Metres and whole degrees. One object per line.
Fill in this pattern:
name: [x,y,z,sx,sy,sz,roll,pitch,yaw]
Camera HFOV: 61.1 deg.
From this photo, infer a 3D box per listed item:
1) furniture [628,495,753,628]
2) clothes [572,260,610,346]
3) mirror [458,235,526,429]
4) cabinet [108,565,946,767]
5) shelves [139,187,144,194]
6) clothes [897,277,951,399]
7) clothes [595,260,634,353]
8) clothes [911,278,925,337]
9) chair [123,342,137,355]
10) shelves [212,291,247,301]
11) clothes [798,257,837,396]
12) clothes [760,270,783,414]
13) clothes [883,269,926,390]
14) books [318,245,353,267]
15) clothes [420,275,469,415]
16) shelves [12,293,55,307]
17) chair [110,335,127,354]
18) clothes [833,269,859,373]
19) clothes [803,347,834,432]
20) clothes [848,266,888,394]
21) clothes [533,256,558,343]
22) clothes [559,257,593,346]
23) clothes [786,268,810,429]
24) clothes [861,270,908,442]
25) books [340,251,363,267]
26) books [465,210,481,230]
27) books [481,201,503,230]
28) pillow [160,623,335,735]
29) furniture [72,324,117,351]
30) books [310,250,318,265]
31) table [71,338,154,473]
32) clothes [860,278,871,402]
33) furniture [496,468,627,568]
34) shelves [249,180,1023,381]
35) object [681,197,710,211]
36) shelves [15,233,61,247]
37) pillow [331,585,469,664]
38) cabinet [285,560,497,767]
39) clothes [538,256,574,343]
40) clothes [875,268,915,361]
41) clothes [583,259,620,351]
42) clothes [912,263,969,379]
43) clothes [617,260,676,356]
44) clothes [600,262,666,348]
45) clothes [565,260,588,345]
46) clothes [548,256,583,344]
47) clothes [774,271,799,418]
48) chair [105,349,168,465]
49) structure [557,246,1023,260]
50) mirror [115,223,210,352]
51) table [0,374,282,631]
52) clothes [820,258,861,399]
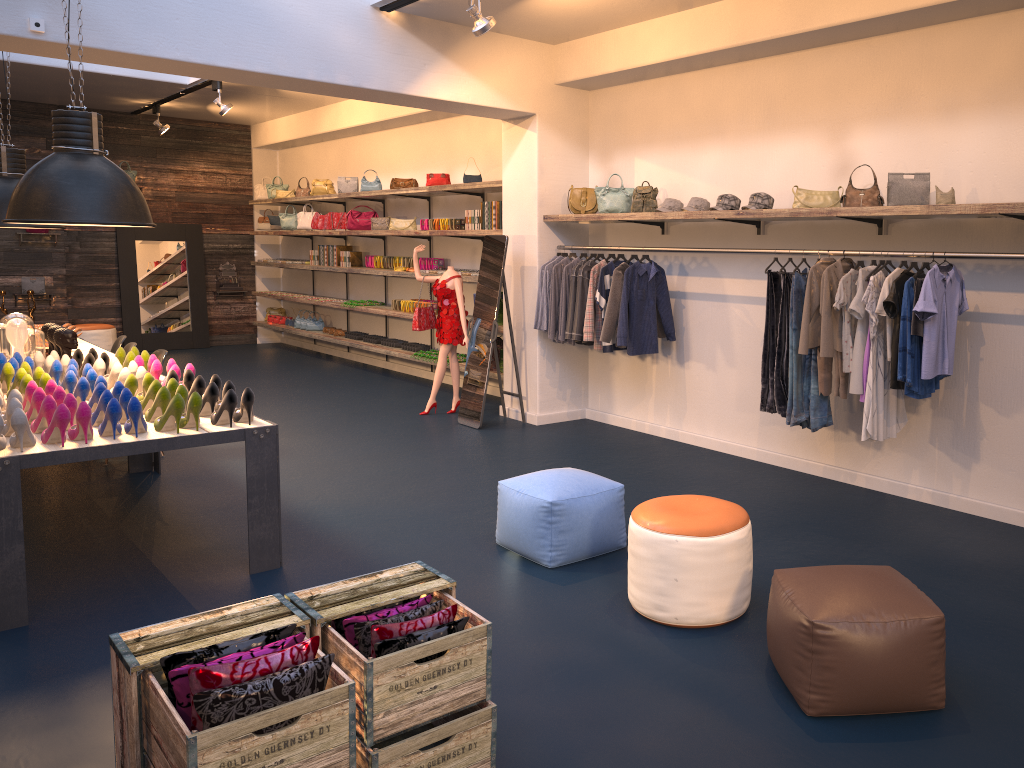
furniture: [0.831,0.803,4.060,0.629,0.477,0.536,-4,9,-35]
clothes: [0.791,-0.716,7.679,0.713,0.749,0.118,-4,7,-37]
mirror: [-0.192,-0.506,8.113,0.567,1.755,0.465,-4,7,-38]
cabinet: [0.290,0.940,2.906,2.999,0.544,0.699,-3,8,-25]
shelves: [-5.662,-2.802,12.710,0.491,0.176,0.226,-6,10,-38]
clothes: [2.567,-0.286,5.387,0.531,0.765,0.115,-5,7,-40]
clothes: [0.938,-0.674,7.512,0.614,0.789,0.114,-4,7,-38]
clothes: [2.552,-0.469,5.339,0.495,0.369,0.127,-5,8,-40]
chair: [-3.375,0.075,7.117,0.591,0.796,0.429,-5,8,-39]
shelves: [-4.479,-1.401,13.795,0.491,0.156,0.226,-6,10,-38]
clothes: [2.154,-0.389,5.916,0.566,0.941,0.170,-5,7,-42]
clothes: [1.879,-0.302,6.267,0.249,1.041,0.136,-4,7,-39]
clothes: [2.500,-0.344,5.453,0.609,0.747,0.128,-4,7,-37]
books: [-2.477,-1.801,12.178,0.260,0.286,0.590,-5,10,-39]
clothes: [-0.628,-0.389,8.550,0.321,1.377,0.499,5,7,39]
shelves: [-6.637,-1.166,12.056,0.491,0.182,0.226,-6,10,-38]
chair: [-3.694,-0.014,7.643,0.590,0.796,0.430,-4,8,-36]
clothes: [2.297,-0.416,5.717,0.597,0.681,0.107,-5,7,-40]
clothes: [2.111,-0.238,6.041,0.223,1.129,0.217,-3,6,-31]
clothes: [2.349,-0.355,5.657,0.556,0.826,0.130,-4,7,-36]
clothes: [0.423,-0.792,8.112,0.588,0.810,0.112,-5,7,-39]
clothes: [0.660,-0.756,7.868,0.574,0.796,0.174,-5,8,-43]
clothes: [2.006,-0.240,6.038,0.145,1.129,0.249,4,6,33]
clothes: [2.423,-0.177,5.593,0.544,1.102,0.120,-4,7,-40]
books: [-2.192,-1.700,11.831,0.197,0.211,0.304,-5,9,-38]
books: [-0.342,-1.729,9.168,0.195,0.209,0.293,-4,9,-37]
books: [-0.050,-1.711,8.841,0.260,0.286,0.590,-5,10,-39]
pillow: [-0.722,0.849,2.330,0.388,0.347,0.403,-5,9,-38]
furniture: [-5.799,-0.583,12.000,0.629,0.477,0.536,-4,9,-35]
books: [-2.769,-1.819,12.506,0.195,0.209,0.293,-4,9,-37]
table: [-3.831,0.148,6.780,1.343,0.735,2.343,-5,11,-37]
clothes: [2.383,-0.258,5.628,0.359,0.871,0.085,-4,7,-37]
furniture: [0.273,0.699,4.832,0.705,0.420,0.597,-6,10,-39]
shelves: [-2.713,-0.421,5.255,9.393,2.212,15.537,-6,11,-37]
object: [1.457,-1.424,6.895,0.242,0.124,0.184,1,8,-3]
shelves: [-6.578,-2.003,12.058,0.537,0.183,0.186,-6,10,-38]
pillow: [-0.378,0.829,2.726,0.336,0.317,0.423,-5,9,-38]
cabinet: [-0.368,0.952,2.742,0.511,0.545,0.513,-5,9,-38]
clothes: [0.460,-0.783,8.063,0.588,0.810,0.112,-5,7,-39]
clothes: [2.472,-0.444,5.494,0.566,0.582,0.072,-5,7,-39]
clothes: [0.879,-0.697,7.592,0.733,0.791,0.162,-5,7,-39]
clothes: [2.629,-0.385,5.287,0.596,0.695,0.114,-5,7,-40]
clothes: [1.125,-0.641,7.275,0.733,0.791,0.162,-5,7,-39]
clothes: [1.036,-0.670,7.391,0.764,0.731,0.160,-5,8,-40]
clothes: [0.736,-0.729,7.750,0.713,0.749,0.118,-4,7,-37]
clothes: [0.569,-0.777,7.985,0.574,0.796,0.174,-5,8,-43]
clothes: [1.978,-0.280,6.164,0.249,1.041,0.136,-4,7,-39]
chair: [-2.942,0.155,6.668,0.592,0.796,0.429,-6,9,-44]
structure: [2.859,-0.730,4.965,0.042,0.038,8.041,-5,11,-37]
mirror: [-5.272,-1.475,13.147,1.256,1.906,0.247,-4,7,-39]
table: [-2.403,0.470,4.924,1.343,0.735,2.343,-5,11,-37]
clothes: [2.212,-0.375,5.832,0.566,0.941,0.170,-5,7,-42]
